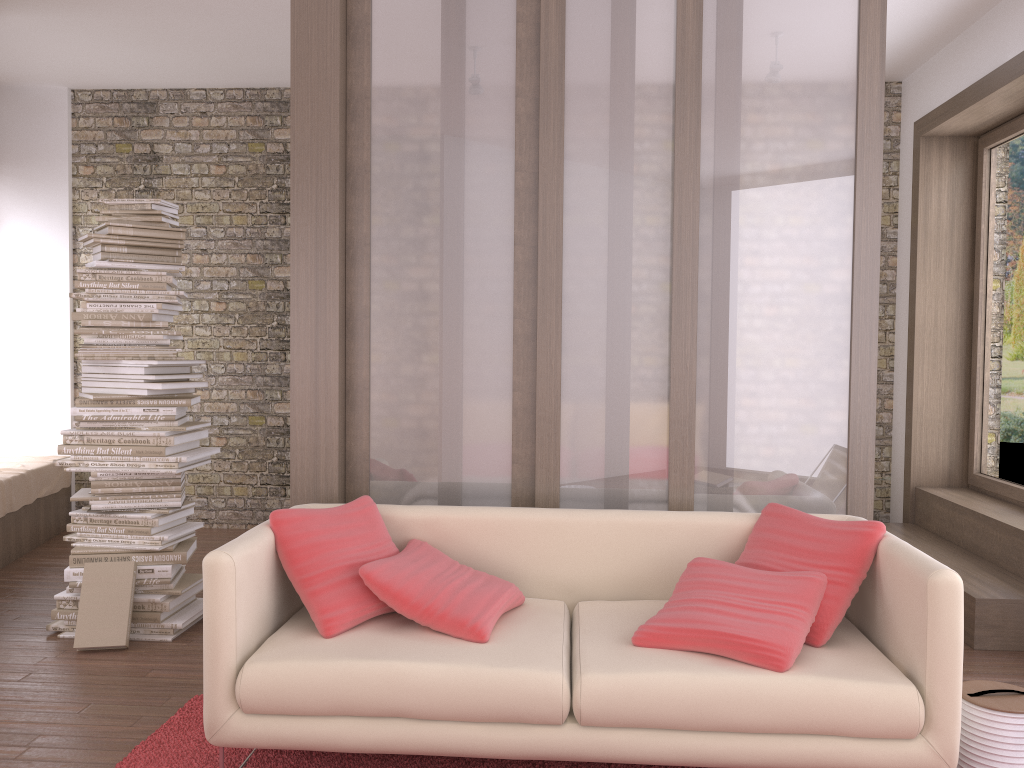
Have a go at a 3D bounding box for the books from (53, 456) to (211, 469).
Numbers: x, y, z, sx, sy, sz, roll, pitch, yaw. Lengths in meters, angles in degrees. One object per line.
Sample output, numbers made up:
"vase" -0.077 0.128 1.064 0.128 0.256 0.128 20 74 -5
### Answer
"books" -1.869 0.374 4.402 0.612 0.028 0.399 1 2 4

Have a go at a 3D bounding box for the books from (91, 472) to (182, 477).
"books" -1.827 0.419 4.361 0.396 0.024 0.310 0 2 -16

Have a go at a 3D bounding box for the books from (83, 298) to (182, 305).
"books" -1.845 -0.403 4.343 0.416 0.012 0.324 0 2 -16

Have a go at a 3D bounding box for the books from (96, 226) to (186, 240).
"books" -1.825 -0.730 4.358 0.351 0.036 0.275 -1 3 -36

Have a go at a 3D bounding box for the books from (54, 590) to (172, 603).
"books" -1.872 0.994 4.325 0.510 0.020 0.399 1 2 4

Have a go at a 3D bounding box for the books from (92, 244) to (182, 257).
"books" -1.853 -0.651 4.382 0.371 0.036 0.211 -1 3 -36

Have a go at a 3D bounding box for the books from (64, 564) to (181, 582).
"books" -1.872 0.879 4.317 0.469 0.057 0.364 0 2 -11

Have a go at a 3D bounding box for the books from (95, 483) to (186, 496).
"books" -1.828 0.521 4.385 0.385 0.008 0.274 0 2 -16

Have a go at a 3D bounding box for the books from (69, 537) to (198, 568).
"books" -1.835 0.820 4.333 0.518 0.057 0.341 0 2 -11

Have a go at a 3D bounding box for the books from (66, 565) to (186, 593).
"books" -1.870 0.950 4.334 0.469 0.028 0.368 0 2 -11

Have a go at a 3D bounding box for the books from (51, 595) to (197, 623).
"books" -1.878 1.075 4.326 0.522 0.046 0.410 1 2 4

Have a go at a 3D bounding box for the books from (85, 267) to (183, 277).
"books" -1.855 -0.552 4.375 0.416 0.015 0.245 0 2 -16

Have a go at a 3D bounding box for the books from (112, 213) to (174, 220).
"books" -1.811 -0.817 4.367 0.258 0.010 0.183 0 2 -11

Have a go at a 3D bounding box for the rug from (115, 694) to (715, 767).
"rug" 0.121 1.294 1.674 2.938 0.016 3.344 1 2 4

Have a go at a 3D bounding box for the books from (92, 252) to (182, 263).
"books" -1.853 -0.613 4.383 0.371 0.036 0.211 -1 3 -36

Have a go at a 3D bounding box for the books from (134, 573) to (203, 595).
"books" -1.816 0.974 4.345 0.542 0.020 0.320 1 2 4

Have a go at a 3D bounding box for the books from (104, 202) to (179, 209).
"books" -1.813 -0.874 4.350 0.277 0.008 0.216 1 2 4

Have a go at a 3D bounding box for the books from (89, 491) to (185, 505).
"books" -1.835 0.553 4.371 0.405 0.018 0.300 0 2 -16

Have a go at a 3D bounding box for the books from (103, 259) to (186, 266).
"books" -1.824 -0.589 4.360 0.351 0.010 0.284 -1 3 -36

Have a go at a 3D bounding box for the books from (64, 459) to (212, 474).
"books" -1.825 0.400 4.367 0.542 0.016 0.423 1 2 4

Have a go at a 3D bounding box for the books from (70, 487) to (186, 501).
"books" -1.875 0.535 4.360 0.488 0.018 0.296 0 2 -16

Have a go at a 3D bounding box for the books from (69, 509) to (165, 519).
"books" -1.882 0.618 4.365 0.422 0.016 0.330 1 2 9

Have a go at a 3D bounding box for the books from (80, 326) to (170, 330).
"books" -1.891 -0.275 4.358 0.395 0.009 0.233 0 2 -21

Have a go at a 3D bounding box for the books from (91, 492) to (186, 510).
"books" -1.829 0.575 4.368 0.396 0.024 0.310 0 2 -16

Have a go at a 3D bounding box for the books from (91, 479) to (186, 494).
"books" -1.828 0.497 4.365 0.396 0.024 0.310 0 2 -16

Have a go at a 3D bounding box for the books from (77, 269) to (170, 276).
"books" -1.889 -0.536 4.345 0.392 0.015 0.306 0 2 -16

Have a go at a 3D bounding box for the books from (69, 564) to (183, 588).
"books" -1.858 0.923 4.300 0.442 0.025 0.346 0 2 -11

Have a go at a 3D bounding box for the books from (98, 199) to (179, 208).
"books" -1.830 -0.886 4.357 0.313 0.014 0.204 1 2 4

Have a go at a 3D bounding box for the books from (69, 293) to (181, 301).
"books" -1.887 -0.422 4.356 0.470 0.022 0.306 0 2 -16

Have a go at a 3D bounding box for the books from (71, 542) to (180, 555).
"books" -1.870 0.778 4.353 0.450 0.022 0.364 0 2 -11

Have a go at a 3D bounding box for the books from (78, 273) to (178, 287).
"books" -1.881 -0.510 4.368 0.416 0.035 0.323 0 2 -16

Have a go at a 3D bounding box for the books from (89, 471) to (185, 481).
"books" -1.834 0.440 4.366 0.405 0.018 0.300 0 2 -16

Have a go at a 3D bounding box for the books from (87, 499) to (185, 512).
"books" -1.836 0.591 4.361 0.413 0.006 0.322 0 2 -16

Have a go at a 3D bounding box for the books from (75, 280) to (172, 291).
"books" -1.893 -0.473 4.345 0.401 0.035 0.315 0 2 -16

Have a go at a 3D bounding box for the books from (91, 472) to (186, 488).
"books" -1.828 0.467 4.363 0.396 0.033 0.310 0 2 -16

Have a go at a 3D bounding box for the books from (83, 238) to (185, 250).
"books" -1.855 -0.678 4.349 0.412 0.019 0.259 -1 3 -36

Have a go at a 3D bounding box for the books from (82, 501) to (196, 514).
"books" -1.835 0.601 4.379 0.448 0.016 0.264 1 2 9

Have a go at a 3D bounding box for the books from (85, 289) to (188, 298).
"books" -1.838 -0.445 4.375 0.434 0.019 0.324 0 2 -16

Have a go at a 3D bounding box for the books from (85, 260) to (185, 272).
"books" -1.851 -0.571 4.353 0.404 0.026 0.266 -1 3 -36

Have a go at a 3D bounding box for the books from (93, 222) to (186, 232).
"books" -1.827 -0.756 4.348 0.366 0.012 0.287 -1 3 -36

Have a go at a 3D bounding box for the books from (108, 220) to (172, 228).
"books" -1.822 -0.775 4.360 0.272 0.023 0.201 0 2 -16

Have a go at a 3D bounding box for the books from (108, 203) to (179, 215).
"books" -1.812 -0.854 4.361 0.260 0.029 0.193 1 2 19

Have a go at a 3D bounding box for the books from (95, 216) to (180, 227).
"books" -1.839 -0.800 4.364 0.327 0.023 0.198 1 2 4

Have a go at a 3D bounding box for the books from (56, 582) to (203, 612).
"books" -1.852 1.027 4.349 0.542 0.046 0.421 1 2 4

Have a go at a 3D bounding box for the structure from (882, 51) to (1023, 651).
"structure" 2.602 -0.246 4.891 0.808 2.881 2.039 1 2 4

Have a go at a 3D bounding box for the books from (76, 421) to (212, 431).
"books" -1.819 0.206 4.410 0.542 0.020 0.320 1 2 4

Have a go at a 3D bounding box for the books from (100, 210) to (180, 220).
"books" -1.826 -0.831 4.360 0.303 0.015 0.202 1 2 4

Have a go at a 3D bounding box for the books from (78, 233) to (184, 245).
"books" -1.867 -0.700 4.346 0.435 0.019 0.248 -1 3 -36
